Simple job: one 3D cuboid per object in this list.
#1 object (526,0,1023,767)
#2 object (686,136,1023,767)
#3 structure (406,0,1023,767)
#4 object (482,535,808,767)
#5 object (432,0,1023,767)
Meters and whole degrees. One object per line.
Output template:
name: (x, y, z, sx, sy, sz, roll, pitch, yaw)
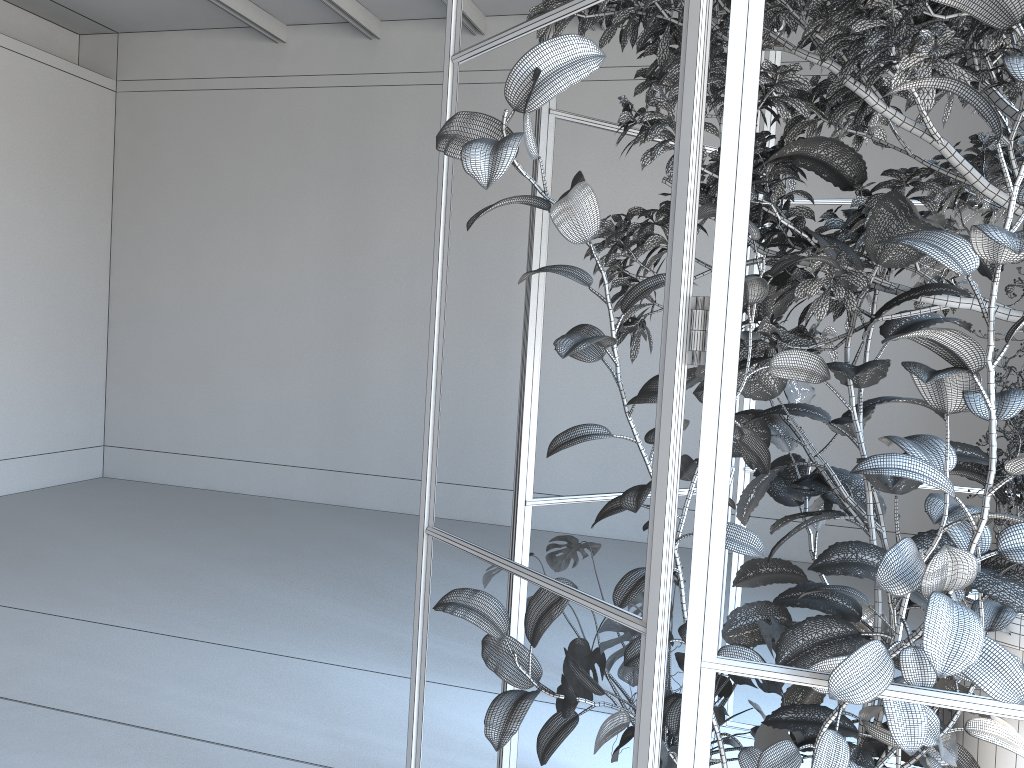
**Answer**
object: (1.194, -0.468, 1.927, 2.243, 4.154, 2.486, 3, 3, -12)
object: (0.862, 0.473, 2.336, 0.868, 2.157, 1.270, 0, 4, -43)
structure: (1.433, -0.089, 2.323, 2.994, 3.454, 2.452, 4, 3, 16)
object: (0.415, 1.032, 2.626, 1.125, 1.001, 0.920, 4, 3, 13)
object: (0.501, 0.490, 1.788, 1.253, 2.183, 1.309, 5, 3, 27)
